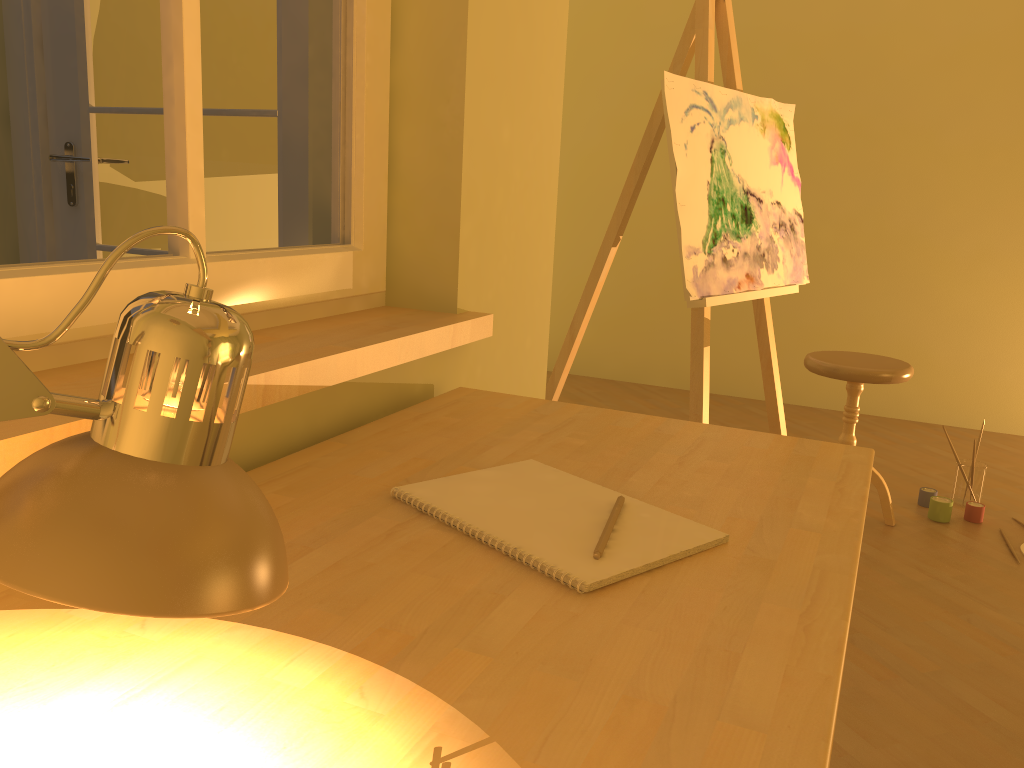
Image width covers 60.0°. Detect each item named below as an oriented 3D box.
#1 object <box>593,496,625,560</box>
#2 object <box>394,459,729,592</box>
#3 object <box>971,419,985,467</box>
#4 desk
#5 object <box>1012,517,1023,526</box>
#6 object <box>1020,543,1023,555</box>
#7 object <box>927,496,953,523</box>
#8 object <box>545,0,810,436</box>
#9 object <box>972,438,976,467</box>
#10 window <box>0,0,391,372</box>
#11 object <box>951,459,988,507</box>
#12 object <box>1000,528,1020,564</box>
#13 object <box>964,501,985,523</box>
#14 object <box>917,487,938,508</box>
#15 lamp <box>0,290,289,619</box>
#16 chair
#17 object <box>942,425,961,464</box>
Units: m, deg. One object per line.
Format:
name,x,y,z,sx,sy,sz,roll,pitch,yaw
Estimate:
object,0.099,0.144,0.901,0.008,0.009,0.166,6,13,14
object,0.045,0.138,0.947,0.210,0.010,0.300,-8,17,-41
object,1.714,0.281,3.289,0.069,0.319,0.010,-7,16,-39
desk,-0.079,0.525,0.864,0.684,0.720,1.396,8,14,23
object,1.778,0.505,3.003,0.010,0.015,0.325,3,13,1
object,1.768,0.557,2.770,0.288,0.014,0.366,2,13,-5
object,1.497,0.438,3.099,0.073,0.073,0.073,9,14,27
object,0.619,-0.515,3.256,1.132,1.896,0.972,4,13,6
object,1.674,0.313,3.221,0.010,0.278,0.172,12,15,34
window,-0.498,-0.623,0.816,0.142,1.263,1.486,8,14,23
object,1.683,0.368,3.268,0.106,0.157,0.106,2,13,-5
object,1.621,0.524,2.890,0.010,0.010,0.325,7,13,18
object,1.621,0.450,3.108,0.060,0.060,0.060,4,13,5
object,1.518,0.415,3.240,0.060,0.060,0.060,5,13,8
lamp,-0.299,0.041,0.277,0.484,0.455,0.140,-8,17,-41
chair,1.165,0.187,3.057,0.364,0.551,0.348,11,15,34
object,1.647,0.299,3.262,0.159,0.286,0.010,7,13,18
